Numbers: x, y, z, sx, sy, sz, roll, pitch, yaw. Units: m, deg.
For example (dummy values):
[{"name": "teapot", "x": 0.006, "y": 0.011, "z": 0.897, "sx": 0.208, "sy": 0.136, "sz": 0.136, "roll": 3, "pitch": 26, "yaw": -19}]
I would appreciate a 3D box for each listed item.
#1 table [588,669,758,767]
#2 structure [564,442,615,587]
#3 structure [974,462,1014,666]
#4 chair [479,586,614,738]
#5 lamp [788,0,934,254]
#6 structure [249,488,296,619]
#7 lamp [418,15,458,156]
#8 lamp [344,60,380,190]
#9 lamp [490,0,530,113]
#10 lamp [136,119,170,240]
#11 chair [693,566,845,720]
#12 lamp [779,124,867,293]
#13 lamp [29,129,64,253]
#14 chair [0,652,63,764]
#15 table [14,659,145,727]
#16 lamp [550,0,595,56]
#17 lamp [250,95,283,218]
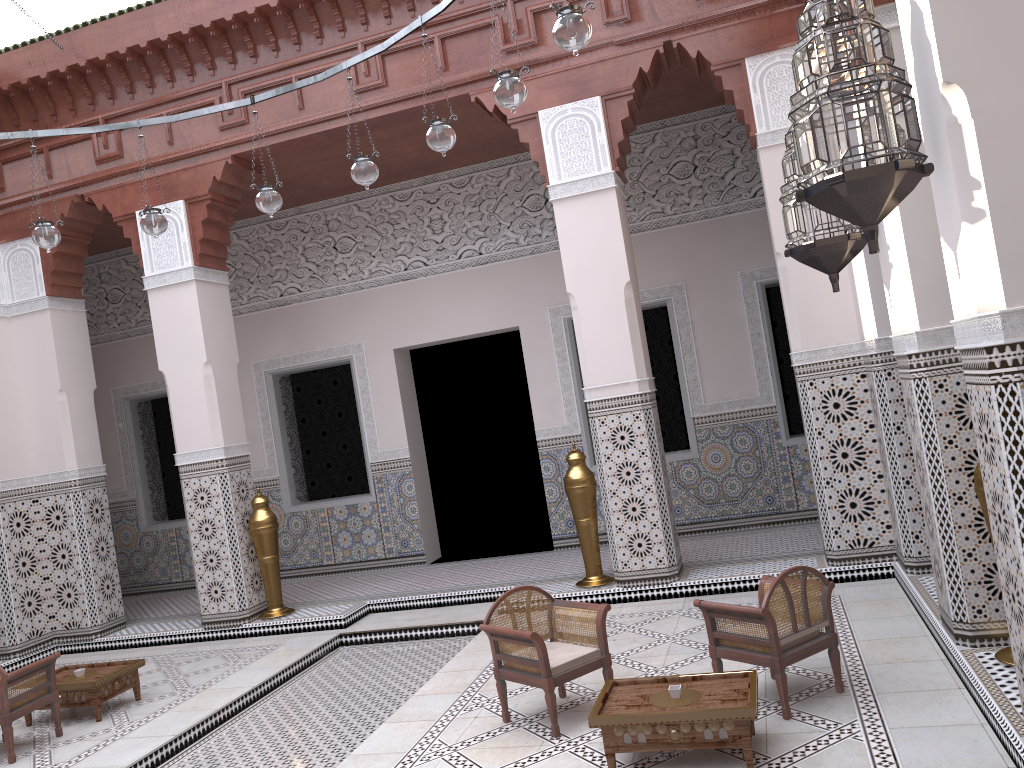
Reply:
[{"name": "table", "x": 0.348, "y": 0.700, "z": 1.838, "sx": 0.330, "sy": 0.142, "sz": 0.229, "roll": -9, "pitch": -2, "yaw": 16}, {"name": "structure", "x": 0.277, "y": 0.489, "z": 3.385, "sx": 0.156, "sy": 0.539, "sz": 0.156, "roll": -8, "pitch": -2, "yaw": -24}, {"name": "structure", "x": 1.085, "y": 0.321, "z": 1.917, "sx": 0.156, "sy": 0.539, "sz": 0.156, "roll": -10, "pitch": -2, "yaw": 32}, {"name": "chair", "x": 0.094, "y": 0.662, "z": 2.184, "sx": 0.263, "sy": 0.313, "sz": 0.208, "roll": -8, "pitch": -2, "yaw": -39}, {"name": "lamp", "x": 0.567, "y": -0.492, "z": 1.493, "sx": 0.221, "sy": 0.552, "sz": 0.216, "roll": -9, "pitch": -2, "yaw": 16}, {"name": "structure", "x": -1.036, "y": 0.706, "z": 3.757, "sx": 0.156, "sy": 0.539, "sz": 0.156, "roll": -8, "pitch": -2, "yaw": -24}, {"name": "lamp", "x": -0.199, "y": -0.774, "z": 2.308, "sx": 0.091, "sy": 0.371, "sz": 0.090, "roll": -9, "pitch": -2, "yaw": 0}, {"name": "lamp", "x": -0.430, "y": -0.732, "z": 2.510, "sx": 0.091, "sy": 0.371, "sz": 0.090, "roll": -9, "pitch": -2, "yaw": 0}, {"name": "lamp", "x": -0.023, "y": -0.809, "z": 2.043, "sx": 0.090, "sy": 0.371, "sz": 0.091, "roll": -10, "pitch": -2, "yaw": 30}, {"name": "lamp", "x": -1.107, "y": -0.620, "z": 2.701, "sx": 0.090, "sy": 0.371, "sz": 0.091, "roll": -10, "pitch": -2, "yaw": 40}, {"name": "chair", "x": 0.604, "y": 0.579, "z": 2.074, "sx": 0.263, "sy": 0.313, "sz": 0.208, "roll": -8, "pitch": -2, "yaw": -34}, {"name": "lamp", "x": 0.778, "y": -0.505, "z": 2.245, "sx": 0.221, "sy": 0.552, "sz": 0.216, "roll": -9, "pitch": -2, "yaw": 16}, {"name": "lamp", "x": -1.410, "y": -0.573, "z": 2.652, "sx": 0.090, "sy": 0.371, "sz": 0.091, "roll": -10, "pitch": -2, "yaw": 30}, {"name": "chair", "x": -1.498, "y": 0.925, "z": 2.604, "sx": 0.263, "sy": 0.313, "sz": 0.208, "roll": -9, "pitch": -2, "yaw": 12}, {"name": "table", "x": -1.406, "y": 1.006, "z": 2.898, "sx": 0.330, "sy": 0.142, "sz": 0.229, "roll": -9, "pitch": -2, "yaw": 16}, {"name": "lamp", "x": 0.101, "y": -0.836, "z": 1.760, "sx": 0.090, "sy": 0.371, "sz": 0.091, "roll": -10, "pitch": -2, "yaw": 30}, {"name": "lamp", "x": -0.739, "y": -0.679, "z": 2.650, "sx": 0.091, "sy": 0.371, "sz": 0.090, "roll": -9, "pitch": -2, "yaw": 0}]
